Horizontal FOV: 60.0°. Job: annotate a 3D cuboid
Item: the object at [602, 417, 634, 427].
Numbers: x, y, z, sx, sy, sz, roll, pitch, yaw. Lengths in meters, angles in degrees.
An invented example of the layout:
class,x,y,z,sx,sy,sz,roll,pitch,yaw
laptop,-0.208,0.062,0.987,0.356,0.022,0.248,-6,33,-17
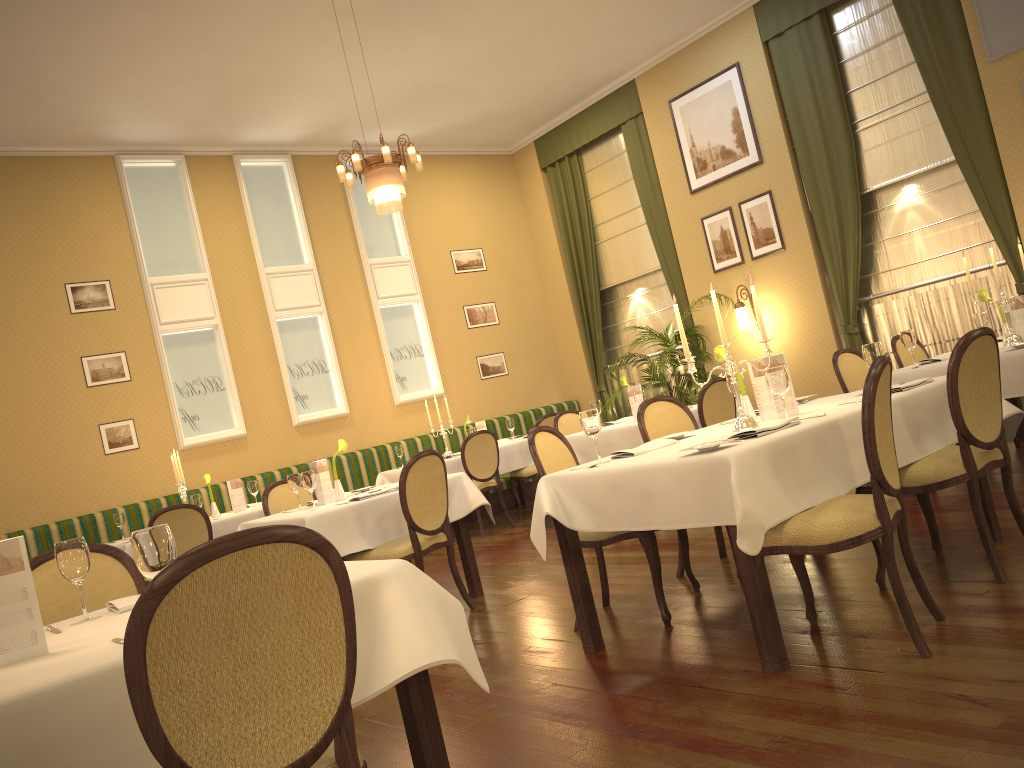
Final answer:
class,x,y,z,sx,sy,sz,roll,pitch,yaw
object,0.897,0.312,7.423,0.273,0.033,0.142,-12,-2,-38

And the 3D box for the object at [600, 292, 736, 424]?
class,x,y,z,sx,sy,sz,roll,pitch,yaw
object,1.791,0.038,9.448,1.496,1.807,1.552,-14,-2,33

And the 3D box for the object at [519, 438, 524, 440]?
class,x,y,z,sx,sy,sz,roll,pitch,yaw
object,0.062,0.568,9.037,0.017,0.010,0.185,-12,-2,-38

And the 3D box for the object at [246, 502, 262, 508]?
class,x,y,z,sx,sy,sz,roll,pitch,yaw
object,-2.254,1.069,7.972,0.273,0.033,0.142,-12,-2,-38

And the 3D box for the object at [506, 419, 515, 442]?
class,x,y,z,sx,sy,sz,roll,pitch,yaw
object,-0.002,0.467,8.932,0.088,0.229,0.088,-14,-2,10

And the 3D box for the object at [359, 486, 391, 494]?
class,x,y,z,sx,sy,sz,roll,pitch,yaw
object,-0.836,0.658,5.406,0.160,0.024,0.160,-12,-2,-38

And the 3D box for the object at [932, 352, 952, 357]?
class,x,y,z,sx,sy,sz,roll,pitch,yaw
object,2.808,-0.189,5.689,0.160,0.024,0.160,-12,-2,-38

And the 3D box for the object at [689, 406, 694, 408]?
class,x,y,z,sx,sy,sz,roll,pitch,yaw
object,1.465,0.174,7.075,0.038,0.015,0.181,-12,-2,-37

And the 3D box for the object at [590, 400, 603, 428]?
class,x,y,z,sx,sy,sz,roll,pitch,yaw
object,0.709,0.249,7.309,0.088,0.229,0.088,-14,-2,10

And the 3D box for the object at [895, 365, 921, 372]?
class,x,y,z,sx,sy,sz,roll,pitch,yaw
object,2.358,-0.092,5.294,0.038,0.015,0.181,-12,-2,-37

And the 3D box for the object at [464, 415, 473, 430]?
class,x,y,z,sx,sy,sz,roll,pitch,yaw
object,-0.451,0.505,9.166,0.076,0.375,0.163,-15,-2,39

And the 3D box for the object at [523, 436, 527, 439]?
class,x,y,z,sx,sy,sz,roll,pitch,yaw
object,0.247,0.522,9.102,0.273,0.024,0.142,-12,-2,-38

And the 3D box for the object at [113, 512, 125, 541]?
class,x,y,z,sx,sy,sz,roll,pitch,yaw
object,-3.201,1.166,7.257,0.088,0.229,0.088,-14,-2,10

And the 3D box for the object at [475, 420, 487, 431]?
class,x,y,z,sx,sy,sz,roll,pitch,yaw
object,-0.312,0.523,9.115,0.081,0.277,0.166,-13,-2,-22

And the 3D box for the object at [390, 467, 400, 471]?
class,x,y,z,sx,sy,sz,roll,pitch,yaw
object,-1.167,0.849,8.867,0.038,0.015,0.181,-12,-2,-37

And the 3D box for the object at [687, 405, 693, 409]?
class,x,y,z,sx,sy,sz,roll,pitch,yaw
object,1.279,0.211,6.960,0.273,0.024,0.142,-12,-2,-38

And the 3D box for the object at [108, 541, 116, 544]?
class,x,y,z,sx,sy,sz,roll,pitch,yaw
object,-3.248,1.285,7.203,0.038,0.015,0.181,-12,-2,-37

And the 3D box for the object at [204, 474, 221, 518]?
class,x,y,z,sx,sy,sz,roll,pitch,yaw
object,-2.519,0.936,7.429,0.076,0.375,0.163,-13,-2,-16

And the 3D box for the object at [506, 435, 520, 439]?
class,x,y,z,sx,sy,sz,roll,pitch,yaw
object,0.016,0.597,9.825,0.160,0.024,0.160,-12,-2,-38

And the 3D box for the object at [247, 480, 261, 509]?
class,x,y,z,sx,sy,sz,roll,pitch,yaw
object,-2.126,0.915,7.333,0.088,0.229,0.088,-14,-2,10

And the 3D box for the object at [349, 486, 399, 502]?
class,x,y,z,sx,sy,sz,roll,pitch,yaw
object,-0.805,0.645,5.192,0.273,0.024,0.142,-12,-2,-38

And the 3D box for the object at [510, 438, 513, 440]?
class,x,y,z,sx,sy,sz,roll,pitch,yaw
object,-0.035,0.610,9.726,0.038,0.015,0.181,-12,-2,-37

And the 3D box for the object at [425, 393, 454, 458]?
class,x,y,z,sx,sy,sz,roll,pitch,yaw
object,-0.712,0.419,8.934,0.131,0.655,0.390,-12,-2,-32

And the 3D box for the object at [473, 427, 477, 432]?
class,x,y,z,sx,sy,sz,roll,pitch,yaw
object,-0.362,0.570,9.521,0.088,0.229,0.088,-14,-2,10

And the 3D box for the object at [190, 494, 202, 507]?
class,x,y,z,sx,sy,sz,roll,pitch,yaw
object,-2.488,0.991,7.032,0.088,0.229,0.088,-14,-2,10

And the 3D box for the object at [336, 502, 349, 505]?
class,x,y,z,sx,sy,sz,roll,pitch,yaw
object,-0.989,0.691,5.128,0.017,0.010,0.185,-12,-2,-38

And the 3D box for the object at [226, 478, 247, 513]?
class,x,y,z,sx,sy,sz,roll,pitch,yaw
object,-2.307,0.941,7.505,0.081,0.277,0.166,-14,-2,13

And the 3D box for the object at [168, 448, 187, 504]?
class,x,y,z,sx,sy,sz,roll,pitch,yaw
object,-2.727,0.841,7.313,0.131,0.655,0.390,-12,-2,-24

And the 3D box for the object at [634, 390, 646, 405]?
class,x,y,z,sx,sy,sz,roll,pitch,yaw
object,0.987,0.165,6.728,0.088,0.229,0.088,-14,-2,10

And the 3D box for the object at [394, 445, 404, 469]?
class,x,y,z,sx,sy,sz,roll,pitch,yaw
object,-1.120,0.730,8.920,0.088,0.229,0.088,-14,-2,10

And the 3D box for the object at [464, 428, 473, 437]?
class,x,y,z,sx,sy,sz,roll,pitch,yaw
object,-0.407,0.555,8.695,0.088,0.229,0.088,-14,-2,10

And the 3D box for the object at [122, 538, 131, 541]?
class,x,y,z,sx,sy,sz,roll,pitch,yaw
object,-2.847,1.171,6.701,0.160,0.024,0.160,-12,-2,-38

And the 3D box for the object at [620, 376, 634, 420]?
class,x,y,z,sx,sy,sz,roll,pitch,yaw
object,0.971,0.111,7.248,0.076,0.375,0.163,-13,-2,-16

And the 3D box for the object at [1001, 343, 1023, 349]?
class,x,y,z,sx,sy,sz,roll,pitch,yaw
object,2.759,-0.206,4.791,0.160,0.024,0.160,-12,-2,-38

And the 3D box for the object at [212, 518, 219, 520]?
class,x,y,z,sx,sy,sz,roll,pitch,yaw
object,-2.378,1.079,7.086,0.017,0.010,0.185,-12,-2,-38

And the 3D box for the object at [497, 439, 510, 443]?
class,x,y,z,sx,sy,sz,roll,pitch,yaw
object,-0.174,0.633,9.636,0.273,0.033,0.142,-12,-2,-38

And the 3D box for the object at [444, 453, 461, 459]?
class,x,y,z,sx,sy,sz,roll,pitch,yaw
object,-0.517,0.680,8.557,0.273,0.033,0.142,-12,-2,-38

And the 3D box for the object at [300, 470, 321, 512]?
class,x,y,z,sx,sy,sz,roll,pitch,yaw
object,-1.178,0.625,5.198,0.088,0.229,0.088,-13,-2,4

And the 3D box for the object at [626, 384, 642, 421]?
class,x,y,z,sx,sy,sz,roll,pitch,yaw
object,0.969,0.156,7.027,0.081,0.277,0.166,-12,-2,-32

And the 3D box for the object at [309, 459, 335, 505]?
class,x,y,z,sx,sy,sz,roll,pitch,yaw
object,-1.200,0.619,5.549,0.081,0.277,0.166,-13,-2,8

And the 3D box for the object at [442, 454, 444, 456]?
class,x,y,z,sx,sy,sz,roll,pitch,yaw
object,-0.717,0.752,9.262,0.160,0.024,0.160,-12,-2,-38

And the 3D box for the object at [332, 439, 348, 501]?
class,x,y,z,sx,sy,sz,roll,pitch,yaw
object,-1.076,0.538,5.550,0.163,0.375,0.076,-14,-2,29
